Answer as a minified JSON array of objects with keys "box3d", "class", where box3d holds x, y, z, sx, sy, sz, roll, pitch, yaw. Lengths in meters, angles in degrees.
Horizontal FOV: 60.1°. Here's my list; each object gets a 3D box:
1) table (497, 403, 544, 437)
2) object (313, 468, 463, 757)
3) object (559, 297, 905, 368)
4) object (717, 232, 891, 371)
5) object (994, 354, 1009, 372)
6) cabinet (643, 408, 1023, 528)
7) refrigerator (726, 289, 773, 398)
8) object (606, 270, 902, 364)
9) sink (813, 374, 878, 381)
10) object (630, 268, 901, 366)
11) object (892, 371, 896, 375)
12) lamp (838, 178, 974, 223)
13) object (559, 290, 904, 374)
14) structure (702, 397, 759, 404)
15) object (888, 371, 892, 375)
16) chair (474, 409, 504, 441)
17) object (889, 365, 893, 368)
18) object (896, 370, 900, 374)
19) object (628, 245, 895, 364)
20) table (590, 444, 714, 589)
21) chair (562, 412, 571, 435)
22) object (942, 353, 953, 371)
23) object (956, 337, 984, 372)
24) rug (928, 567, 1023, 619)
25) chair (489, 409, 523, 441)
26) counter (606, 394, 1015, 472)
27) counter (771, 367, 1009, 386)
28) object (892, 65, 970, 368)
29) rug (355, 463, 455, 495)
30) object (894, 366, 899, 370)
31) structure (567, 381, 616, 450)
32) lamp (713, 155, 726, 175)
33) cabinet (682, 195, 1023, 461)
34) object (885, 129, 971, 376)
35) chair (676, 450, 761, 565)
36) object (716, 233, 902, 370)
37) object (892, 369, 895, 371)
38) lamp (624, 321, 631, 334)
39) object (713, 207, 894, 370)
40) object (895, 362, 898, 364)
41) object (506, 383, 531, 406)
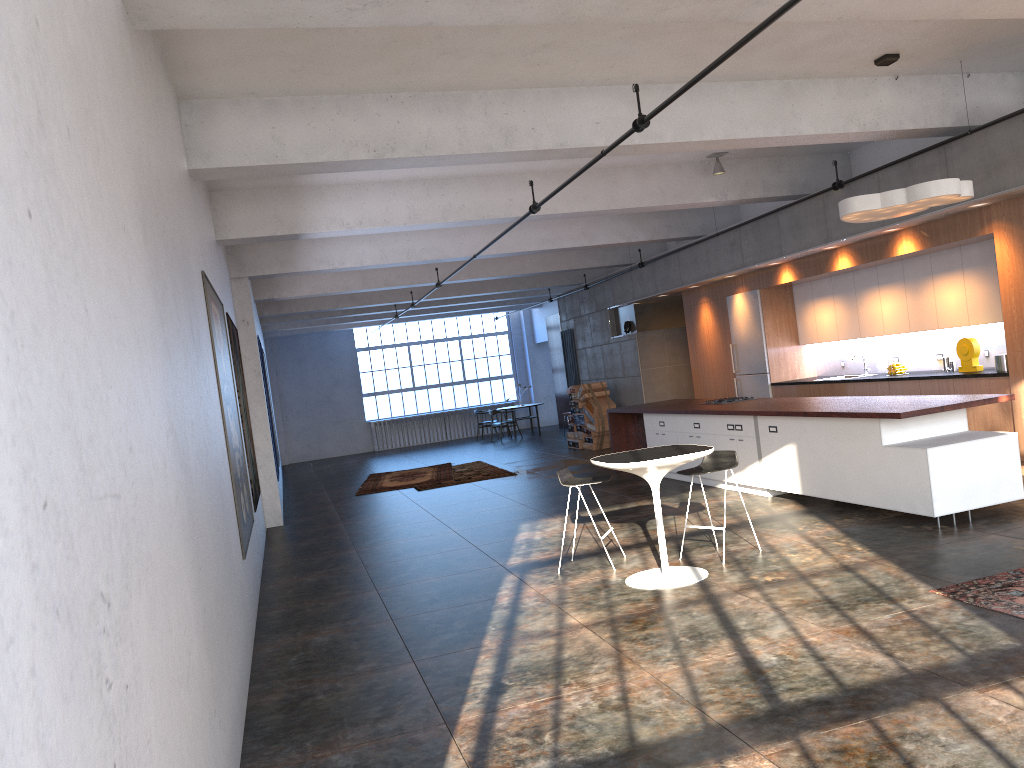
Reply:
[{"box3d":[0.286,1.025,24.311,1.288,0.852,1.330,-7,1,28],"class":"table"},{"box3d":[3.112,1.282,13.613,19.949,0.001,26.901,-8,1,-15],"class":"object"},{"box3d":[4.857,-0.228,11.011,0.052,0.052,0.062,-7,2,33],"class":"object"},{"box3d":[3.847,-1.179,11.924,0.054,2.230,2.365,-9,2,-40],"class":"object"},{"box3d":[5.074,-0.221,9.112,0.187,0.170,0.194,-7,2,33],"class":"object"},{"box3d":[3.020,0.730,9.832,0.931,0.931,5.586,-8,1,-15],"class":"cabinet"},{"box3d":[3.696,-0.302,13.531,0.222,2.193,0.944,-8,2,-18],"class":"refrigerator"},{"box3d":[4.853,-0.240,11.069,0.062,0.053,0.052,-7,2,32],"class":"object"},{"box3d":[4.478,0.006,11.893,0.528,0.192,0.721,-8,1,-15],"class":"sink"},{"box3d":[4.789,-0.242,10.972,0.064,0.051,0.052,-8,1,-23],"class":"object"},{"box3d":[4.748,-0.140,11.016,0.062,0.053,0.052,-8,2,-28],"class":"object"},{"box3d":[3.456,-1.598,7.775,1.061,0.130,1.024,-7,1,31],"class":"lamp"},{"box3d":[4.835,-0.151,10.998,0.072,0.063,0.065,-6,2,40],"class":"object"},{"box3d":[2.780,0.222,11.355,0.517,0.072,0.633,-8,1,-15],"class":"structure"},{"box3d":[4.475,-1.229,9.601,0.057,2.311,2.922,-7,1,4],"class":"object"},{"box3d":[-0.656,1.096,24.492,0.668,0.865,0.732,-7,2,11],"class":"chair"},{"box3d":[3.280,-1.128,14.080,0.054,2.171,6.765,-8,1,-23],"class":"object"},{"box3d":[4.780,-0.150,10.969,0.051,0.057,0.060,-7,1,21],"class":"object"},{"box3d":[4.799,-0.247,11.108,0.058,0.060,0.051,-7,2,19],"class":"object"},{"box3d":[1.101,0.991,6.645,0.837,0.952,0.820,-8,2,-16],"class":"table"},{"box3d":[1.591,0.761,22.062,0.663,0.989,0.422,-8,2,-16],"class":"chair"},{"box3d":[5.135,-0.263,10.437,0.060,0.210,0.143,-8,2,-15],"class":"object"},{"box3d":[5.030,-0.323,9.754,0.100,0.381,0.271,-8,2,-15],"class":"object"},{"box3d":[4.173,1.066,5.057,2.914,0.029,1.834,-8,1,-16],"class":"rug"},{"box3d":[-0.200,1.049,23.178,0.684,0.865,0.715,-8,2,-29],"class":"chair"},{"box3d":[2.874,0.714,10.419,1.154,0.972,6.582,-8,1,-15],"class":"counter"},{"box3d":[5.148,-0.147,11.154,1.624,0.039,4.411,-8,1,-15],"class":"counter"},{"box3d":[4.740,-0.232,10.986,0.057,0.060,0.053,-7,1,7],"class":"object"},{"box3d":[-1.950,1.741,16.627,1.884,0.048,3.505,-8,1,-6],"class":"rug"},{"box3d":[4.535,-1.315,16.787,0.062,2.212,11.790,-8,1,-1],"class":"object"},{"box3d":[1.540,0.635,17.953,0.644,1.316,1.892,-8,1,-15],"class":"structure"},{"box3d":[2.479,-2.639,10.657,0.154,0.216,0.158,-7,2,22],"class":"lamp"},{"box3d":[5.272,-0.592,11.961,2.404,2.564,8.016,-8,1,-15],"class":"cabinet"},{"box3d":[4.793,0.254,17.542,0.952,1.215,13.131,-8,1,-4],"class":"object"},{"box3d":[1.632,1.007,7.137,0.514,0.896,0.454,-9,2,-39],"class":"chair"},{"box3d":[4.812,-0.200,10.986,0.052,0.053,0.062,-8,1,-9],"class":"object"},{"box3d":[4.767,-0.164,11.098,0.053,0.053,0.061,-8,2,-34],"class":"object"},{"box3d":[2.220,-1.075,16.918,0.215,0.259,0.168,-9,2,-34],"class":"lamp"},{"box3d":[4.766,-0.198,11.018,0.050,0.053,0.064,-7,1,22],"class":"object"},{"box3d":[2.930,-1.114,15.526,0.059,2.166,9.765,-8,1,-21],"class":"object"},{"box3d":[0.196,0.288,24.271,0.781,0.625,0.237,-8,2,-14],"class":"object"}]
